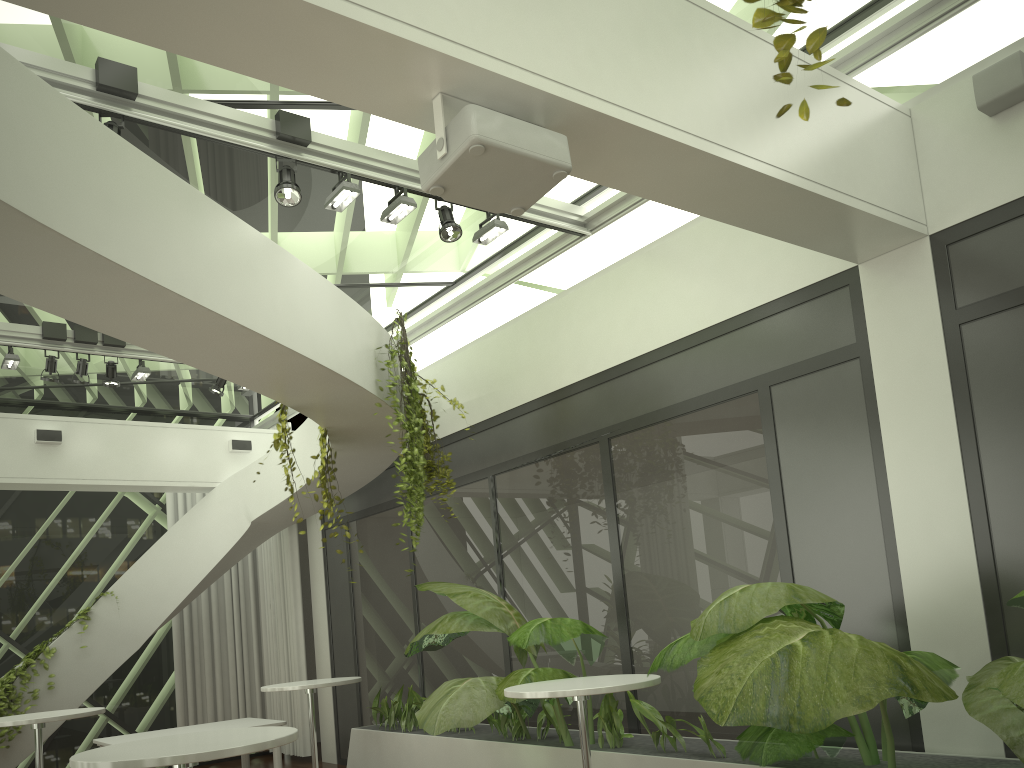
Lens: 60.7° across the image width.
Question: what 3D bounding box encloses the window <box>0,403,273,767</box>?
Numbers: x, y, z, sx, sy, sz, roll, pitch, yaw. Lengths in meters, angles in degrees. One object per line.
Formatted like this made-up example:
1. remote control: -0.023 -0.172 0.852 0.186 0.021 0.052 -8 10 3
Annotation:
1. window: -5.661 2.461 10.295 5.756 4.547 0.039 4 -10 -37

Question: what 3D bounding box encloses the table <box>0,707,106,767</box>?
1. table: -3.381 2.941 6.307 0.855 1.074 0.878 -5 -10 -3

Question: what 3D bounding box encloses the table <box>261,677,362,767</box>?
1. table: -1.697 3.132 7.573 0.855 1.074 0.878 -5 -10 -3

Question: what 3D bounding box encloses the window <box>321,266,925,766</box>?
1. window: -0.035 1.887 7.542 0.050 3.176 7.355 -1 -14 -37

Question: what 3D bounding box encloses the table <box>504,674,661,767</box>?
1. table: 0.431 2.168 4.734 0.855 1.074 0.878 -5 -10 -3

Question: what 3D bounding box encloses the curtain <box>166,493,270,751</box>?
1. curtain: -3.807 2.760 11.367 1.231 4.009 0.163 0 -8 -39

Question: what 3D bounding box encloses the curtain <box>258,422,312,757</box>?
1. curtain: -2.912 2.591 11.047 0.160 4.009 1.019 0 -8 -38

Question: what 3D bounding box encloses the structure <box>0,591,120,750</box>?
1. structure: -4.925 2.458 6.981 2.030 1.632 4.909 -4 -14 -6

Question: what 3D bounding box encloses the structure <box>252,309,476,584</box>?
1. structure: -1.140 0.481 6.708 1.445 2.031 1.665 -8 -10 17

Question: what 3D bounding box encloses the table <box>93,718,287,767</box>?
1. table: -2.991 3.607 8.190 1.506 0.703 1.093 5 -16 -37

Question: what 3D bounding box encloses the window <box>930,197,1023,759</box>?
1. window: 4.434 -0.139 1.581 0.050 3.176 7.264 -1 -14 -37

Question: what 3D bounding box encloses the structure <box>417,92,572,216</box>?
1. structure: -0.075 -0.817 3.109 0.464 0.270 0.397 5 -16 -37

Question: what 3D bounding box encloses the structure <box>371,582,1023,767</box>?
1. structure: 0.961 1.648 4.485 1.787 1.681 9.114 3 -17 -36

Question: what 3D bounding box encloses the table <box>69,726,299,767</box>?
1. table: -1.254 1.976 3.468 0.855 1.074 0.878 -5 -10 -3

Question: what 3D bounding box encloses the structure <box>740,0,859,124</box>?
1. structure: 0.223 -1.269 0.993 4.652 2.273 1.471 -9 -10 16

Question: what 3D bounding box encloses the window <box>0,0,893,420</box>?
1. window: -0.946 -2.016 3.932 5.709 0.054 17.124 6 -19 -36
